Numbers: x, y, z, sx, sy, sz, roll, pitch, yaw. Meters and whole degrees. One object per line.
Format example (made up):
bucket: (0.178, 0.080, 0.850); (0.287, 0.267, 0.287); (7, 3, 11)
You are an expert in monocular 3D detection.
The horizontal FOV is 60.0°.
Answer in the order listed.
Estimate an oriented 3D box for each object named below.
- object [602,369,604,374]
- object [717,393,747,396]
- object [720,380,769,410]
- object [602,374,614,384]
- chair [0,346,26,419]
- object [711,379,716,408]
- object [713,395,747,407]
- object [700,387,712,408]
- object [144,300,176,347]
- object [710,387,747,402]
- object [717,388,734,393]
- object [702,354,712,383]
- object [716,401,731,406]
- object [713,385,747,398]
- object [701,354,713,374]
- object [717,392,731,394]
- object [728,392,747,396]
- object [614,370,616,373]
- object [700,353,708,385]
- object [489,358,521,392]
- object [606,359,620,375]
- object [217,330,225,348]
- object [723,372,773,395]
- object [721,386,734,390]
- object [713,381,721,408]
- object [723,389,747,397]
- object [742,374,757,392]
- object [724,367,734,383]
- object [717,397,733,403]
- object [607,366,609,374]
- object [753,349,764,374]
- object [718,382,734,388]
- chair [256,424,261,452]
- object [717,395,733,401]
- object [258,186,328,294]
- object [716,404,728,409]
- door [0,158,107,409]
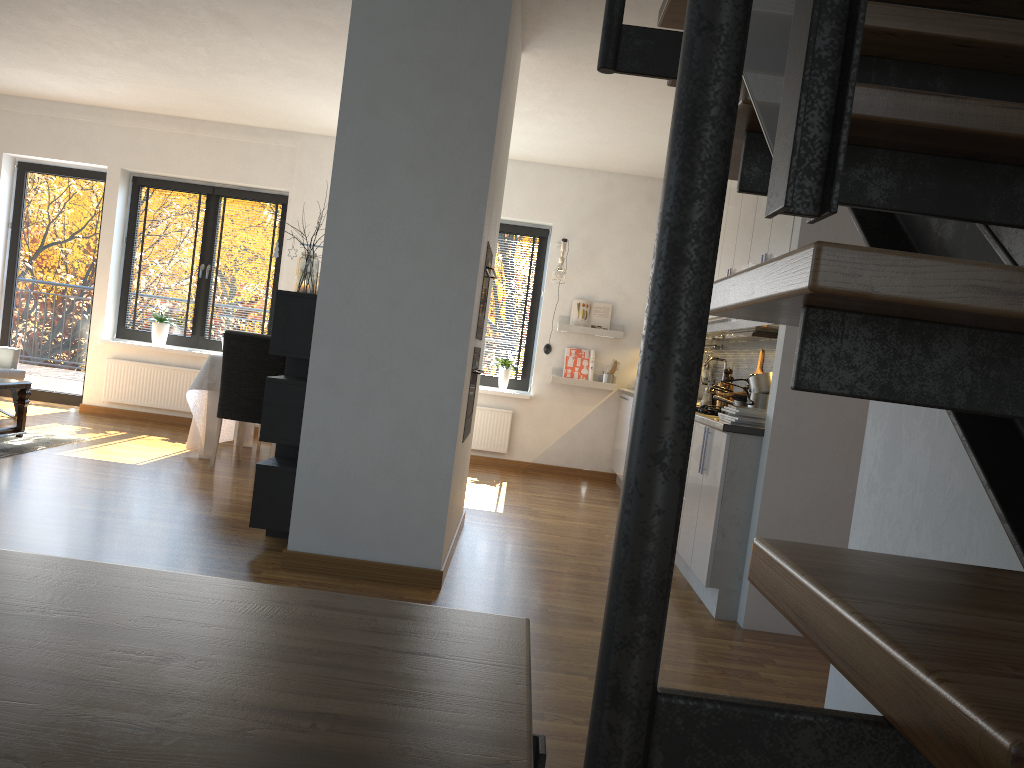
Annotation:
object: (0.840, -0.058, 8.050); (0.089, 0.159, 0.007); (5, 3, -39)
object: (1.285, 0.057, 5.110); (0.335, 0.044, 0.064); (6, 3, -38)
object: (1.306, 0.081, 4.754); (0.348, 0.154, 0.200); (7, 2, -20)
object: (0.867, -0.028, 8.043); (0.103, 0.124, 0.103); (7, 2, -2)
chair: (-4.376, -0.173, 7.151); (0.684, 0.832, 0.545); (9, 3, 25)
object: (1.292, 0.062, 5.709); (0.058, 0.192, 0.080); (7, 3, -16)
object: (1.362, 0.121, 5.147); (0.232, 0.061, 0.351); (6, 2, -26)
object: (1.246, 0.086, 5.661); (0.069, 0.135, 0.069); (6, 3, -25)
object: (-3.223, -0.562, 8.142); (0.286, 0.444, 0.340); (7, 2, -11)
object: (1.346, 0.084, 5.123); (0.347, 0.082, 0.243); (9, 2, 37)
object: (1.334, 0.051, 5.549); (0.100, 0.036, 0.100); (7, 2, -6)
object: (1.555, -0.125, 7.028); (0.074, 0.243, 0.093); (6, 3, -26)
object: (1.326, 0.128, 5.546); (0.099, 0.048, 0.100); (8, 2, 19)
object: (1.349, 0.071, 5.110); (0.356, 0.080, 0.246); (7, 2, 3)
object: (1.572, -0.143, 7.048); (0.072, 0.204, 0.188); (7, 2, -12)
object: (1.336, 0.069, 5.549); (0.101, 0.057, 0.099); (8, 2, 12)
object: (1.331, 0.068, 5.088); (0.336, 0.021, 0.065); (6, 3, -41)
object: (0.907, -0.070, 8.061); (0.098, 0.193, 0.008); (8, 3, 23)
object: (1.571, -0.121, 7.179); (0.060, 0.257, 0.060); (8, 3, 22)
object: (-0.081, -0.091, 8.163); (0.292, 0.316, 0.353); (7, 2, -8)
object: (0.903, -0.097, 8.007); (0.119, 0.267, 0.059); (7, 3, -8)
object: (-2.590, -0.377, 8.195); (0.267, 0.237, 0.283); (7, 2, -18)
object: (1.347, 0.004, 4.846); (0.203, 0.169, 0.370); (6, 2, -27)
object: (1.336, 0.034, 5.549); (0.100, 0.036, 0.100); (8, 2, 29)
object: (1.318, 0.072, 5.631); (0.058, 0.184, 0.058); (9, 3, 33)
object: (1.296, 0.052, 5.099); (0.059, 0.061, 0.334); (10, 3, 43)
object: (1.420, 0.019, 5.036); (0.197, 0.159, 0.190); (5, 3, -43)
object: (1.381, 0.028, 5.695); (0.061, 0.283, 0.123); (7, 3, 0)
object: (1.329, 0.111, 5.547); (0.099, 0.051, 0.099); (7, 2, -14)
object: (0.865, -0.070, 8.034); (0.007, 0.201, 0.020); (8, 3, 22)
object: (1.571, -0.014, 5.685); (0.029, 0.420, 0.219); (7, 3, 0)
object: (1.338, 0.014, 5.546); (0.099, 0.047, 0.100); (7, 2, -4)
chair: (-1.788, 0.091, 7.370); (0.461, 0.961, 0.544); (7, 3, 1)
object: (1.334, 0.091, 5.549); (0.100, 0.043, 0.099); (7, 2, -12)
object: (-0.996, -0.687, 4.176); (0.426, 0.522, 0.298); (7, 3, -3)
object: (1.324, 0.150, 5.545); (0.100, 0.036, 0.100); (9, 2, 33)
door: (-4.306, -0.933, 8.352); (0.976, 2.276, 0.119); (7, 3, 0)
